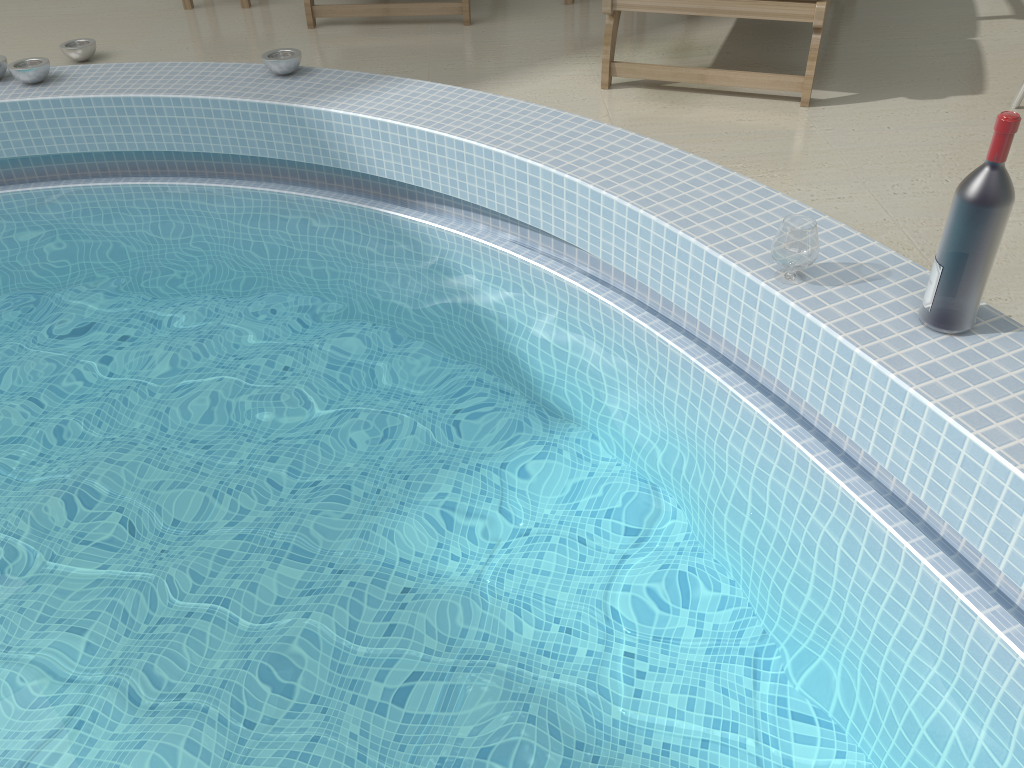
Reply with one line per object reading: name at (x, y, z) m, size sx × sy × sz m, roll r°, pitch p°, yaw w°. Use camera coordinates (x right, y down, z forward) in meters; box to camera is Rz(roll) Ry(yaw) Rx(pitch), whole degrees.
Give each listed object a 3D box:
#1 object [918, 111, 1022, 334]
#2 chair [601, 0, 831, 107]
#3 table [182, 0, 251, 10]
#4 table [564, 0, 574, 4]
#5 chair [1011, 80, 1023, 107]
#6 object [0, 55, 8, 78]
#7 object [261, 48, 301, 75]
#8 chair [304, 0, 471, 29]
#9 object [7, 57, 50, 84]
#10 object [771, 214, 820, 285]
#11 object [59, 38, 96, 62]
object at (0.879, -0.300, 1.683) m, size 0.109 × 0.435 × 0.109 m, roll -10°, pitch 38°, yaw -9°
chair at (0.966, -1.891, 3.498) m, size 0.861 × 0.866 × 1.903 m, roll 11°, pitch 40°, yaw 17°
table at (-1.398, -1.969, 4.244) m, size 0.320 × 0.255 × 0.283 m, roll 1°, pitch 38°, yaw 5°
table at (0.432, -1.890, 4.028) m, size 0.320 × 0.255 × 0.283 m, roll 11°, pitch 40°, yaw 17°
chair at (1.956, -1.091, 2.514) m, size 0.618 × 0.727 × 0.563 m, roll -12°, pitch 39°, yaw -11°
object at (-1.914, -1.148, 3.246) m, size 0.140 × 0.069 × 0.140 m, roll 5°, pitch 39°, yaw 10°
object at (-0.819, -1.146, 3.175) m, size 0.140 × 0.069 × 0.140 m, roll 5°, pitch 39°, yaw 10°
chair at (-0.489, -2.484, 4.350) m, size 0.861 × 0.866 × 1.903 m, roll 1°, pitch 38°, yaw 5°
object at (-1.736, -1.125, 3.205) m, size 0.140 × 0.069 × 0.140 m, roll 5°, pitch 39°, yaw 10°
object at (0.617, -0.293, 1.935) m, size 0.102 × 0.137 × 0.102 m, roll -28°, pitch 45°, yaw -29°
object at (-1.774, -1.365, 3.645) m, size 0.140 × 0.069 × 0.140 m, roll 5°, pitch 39°, yaw 10°
